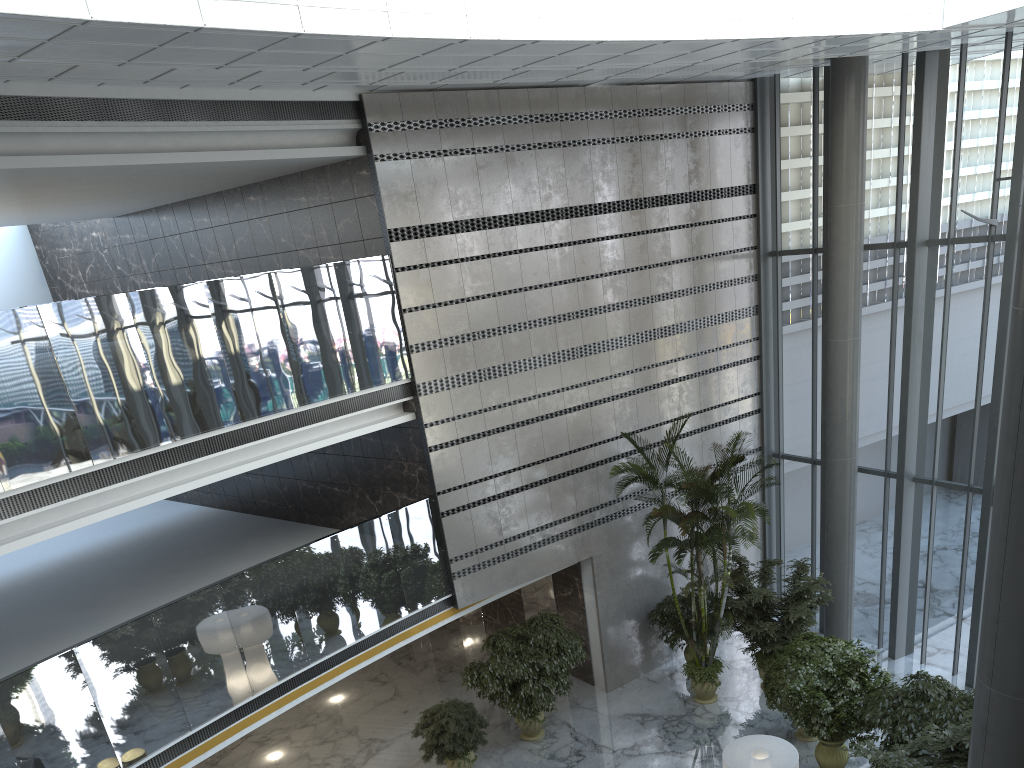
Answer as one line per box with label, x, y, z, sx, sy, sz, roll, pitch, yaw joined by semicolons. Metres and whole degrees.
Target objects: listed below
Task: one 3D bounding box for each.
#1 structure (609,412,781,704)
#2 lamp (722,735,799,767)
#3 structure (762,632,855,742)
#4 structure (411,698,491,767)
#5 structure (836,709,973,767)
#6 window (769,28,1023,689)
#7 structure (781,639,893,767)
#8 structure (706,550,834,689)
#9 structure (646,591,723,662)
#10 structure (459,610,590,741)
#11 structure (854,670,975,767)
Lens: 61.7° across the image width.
structure;2.835;2.829;13.058;2.399;5.130;2.329;-17;22;-24
lamp;2.908;5.008;9.982;0.834;1.840;0.761;-13;21;-13
structure;4.359;4.407;12.447;1.409;1.776;1.477;1;19;25
structure;-0.883;5.250;12.626;1.154;1.465;1.106;-14;19;-18
structure;4.445;4.637;8.799;2.121;2.570;2.240;9;24;43
window;0.693;1.169;7.208;18.390;11.111;12.539;-12;16;-17
structure;4.367;4.375;11.515;1.370;2.168;1.132;-10;20;-6
structure;4.144;3.837;13.690;1.779;2.530;1.772;8;24;40
structure;3.005;4.242;14.662;1.389;1.705;1.031;-5;19;10
structure;0.256;4.617;13.297;2.016;2.179;1.487;-8;18;-1
structure;5.157;4.479;10.524;1.634;2.085;1.840;-8;17;0
